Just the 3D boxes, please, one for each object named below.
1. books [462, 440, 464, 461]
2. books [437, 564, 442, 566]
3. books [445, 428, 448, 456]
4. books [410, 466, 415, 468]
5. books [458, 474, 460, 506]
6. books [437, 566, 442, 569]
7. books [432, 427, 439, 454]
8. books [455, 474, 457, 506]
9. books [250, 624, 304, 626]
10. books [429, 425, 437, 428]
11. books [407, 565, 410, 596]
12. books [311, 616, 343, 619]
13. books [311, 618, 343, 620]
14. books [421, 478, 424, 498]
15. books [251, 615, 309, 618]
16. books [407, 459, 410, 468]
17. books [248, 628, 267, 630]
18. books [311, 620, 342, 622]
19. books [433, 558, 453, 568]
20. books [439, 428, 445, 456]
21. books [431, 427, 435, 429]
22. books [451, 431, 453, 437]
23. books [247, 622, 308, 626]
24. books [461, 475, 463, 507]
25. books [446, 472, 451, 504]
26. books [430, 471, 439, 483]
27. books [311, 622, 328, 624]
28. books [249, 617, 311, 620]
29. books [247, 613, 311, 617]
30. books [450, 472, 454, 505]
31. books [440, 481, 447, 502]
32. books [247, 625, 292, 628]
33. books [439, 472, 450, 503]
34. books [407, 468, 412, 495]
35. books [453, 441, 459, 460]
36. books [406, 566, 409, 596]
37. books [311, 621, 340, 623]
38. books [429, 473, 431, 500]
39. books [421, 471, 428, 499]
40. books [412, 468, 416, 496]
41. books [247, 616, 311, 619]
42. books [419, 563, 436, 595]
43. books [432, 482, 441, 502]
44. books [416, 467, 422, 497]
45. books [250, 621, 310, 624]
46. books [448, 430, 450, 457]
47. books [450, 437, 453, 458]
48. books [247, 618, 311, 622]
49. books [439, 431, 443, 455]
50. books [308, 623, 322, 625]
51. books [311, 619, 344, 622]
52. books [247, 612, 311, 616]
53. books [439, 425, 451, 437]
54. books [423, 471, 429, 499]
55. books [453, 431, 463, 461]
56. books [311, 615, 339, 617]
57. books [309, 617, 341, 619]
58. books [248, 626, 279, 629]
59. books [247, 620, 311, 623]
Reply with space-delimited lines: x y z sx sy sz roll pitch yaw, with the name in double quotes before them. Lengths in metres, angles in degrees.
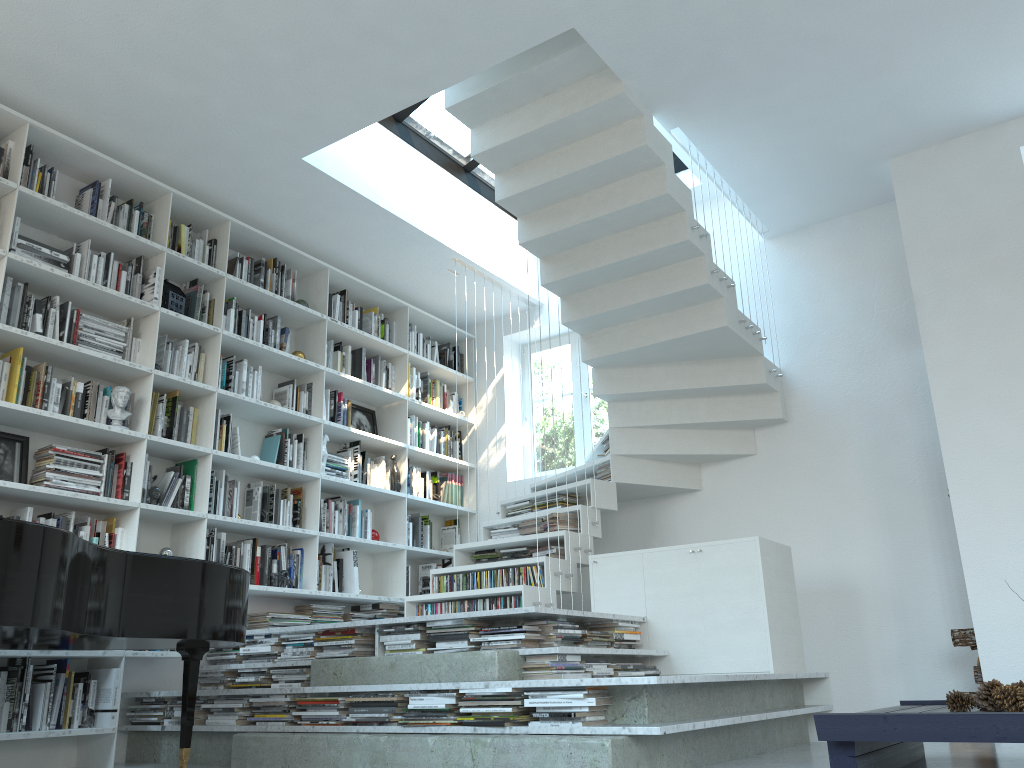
"books" -0.470 0.585 7.269 0.184 0.218 0.022 -14 -22 32
"books" -0.571 1.509 6.670 0.141 0.286 0.047 -13 -21 32
"books" -0.589 0.505 7.110 0.188 0.276 0.013 -14 -21 32
"books" -0.797 0.766 6.699 0.157 0.264 0.022 -14 -21 32
"books" -0.488 0.883 7.119 0.169 0.292 0.018 -14 -21 32
"books" -0.597 1.501 6.611 0.169 0.265 0.031 -14 -21 32
"books" -0.657 0.485 7.016 0.184 0.257 0.023 -14 -21 32
"books" -0.509 0.874 7.090 0.169 0.292 0.018 -14 -21 32
"books" -1.428 1.486 5.444 0.195 0.008 0.309 -12 -21 27
"books" -0.655 0.481 7.058 0.132 0.290 0.024 -13 -21 32
"books" -0.791 1.418 6.304 0.151 0.237 0.030 -14 -21 32
"books" -1.249 1.511 5.730 0.159 0.005 0.286 -13 -22 30
"books" -1.251 1.524 5.731 0.159 0.007 0.286 -14 -22 32
"books" -0.742 0.819 6.743 0.170 0.188 0.023 -14 -22 32
"books" -1.435 1.438 5.466 0.195 0.008 0.309 -15 -23 34
"books" -0.829 0.730 6.678 0.141 0.321 0.012 -13 -21 32
"books" -1.431 1.507 5.437 0.195 0.008 0.309 -16 -23 36
"books" -1.248 1.536 5.725 0.161 0.007 0.254 -14 -22 33
"books" -0.524 1.495 6.707 0.185 0.334 0.010 -14 -21 32
"books" -0.599 0.500 7.103 0.151 0.282 0.012 -14 -21 32
"books" -0.667 0.487 7.044 0.130 0.272 0.010 -13 -21 32
"books" -0.540 0.530 7.200 0.149 0.282 0.013 -14 -21 32
"books" -1.439 1.481 5.453 0.195 0.008 0.309 -14 -22 32
"books" -0.463 0.891 7.144 0.169 0.292 0.018 -14 -21 32
"books" -0.557 0.856 7.030 0.169 0.293 0.033 -14 -21 32
"books" -0.642 0.831 6.926 0.170 0.277 0.026 -14 -21 32
"books" -1.248 1.549 5.721 0.161 0.007 0.254 -14 -22 33
"books" -1.427 1.451 5.457 0.193 0.007 0.346 -12 -21 27
"books" -1.435 1.431 5.469 0.193 0.007 0.346 -13 -22 30
"books" -0.532 0.859 7.042 0.169 0.292 0.018 -14 -21 32
"books" -0.599 0.875 6.955 0.167 0.216 0.089 -14 -22 32
"books" -1.435 1.494 5.446 0.193 0.007 0.346 -13 -22 30
"books" -0.578 0.848 7.000 0.169 0.290 0.073 -14 -21 32
"books" -0.822 0.759 6.643 0.171 0.242 0.022 -14 -21 32
"books" -0.514 0.574 7.194 0.192 0.194 0.029 -14 -22 32
"books" -0.802 1.414 6.285 0.183 0.232 0.014 -14 -22 32
"books" -1.240 1.541 5.718 0.159 0.007 0.286 -12 -21 27
"books" -0.694 0.823 6.861 0.161 0.253 0.012 -14 -21 32
"books" -0.718 0.806 6.796 0.181 0.246 0.022 -14 -21 32
"books" -0.801 0.767 6.671 0.181 0.245 0.026 -14 -21 32
"books" -1.435 1.445 5.464 0.193 0.007 0.346 -15 -23 34
"books" -0.626 1.480 6.574 0.159 0.284 0.012 -14 -21 32
"books" -0.632 0.865 6.877 0.191 0.180 0.024 -14 -22 32
"books" -0.765 0.775 6.723 0.176 0.260 0.056 -14 -22 32
"books" -1.427 1.472 5.451 0.195 0.008 0.308 -16 -23 36
"books" -0.575 0.514 7.124 0.173 0.267 0.029 -14 -21 32
"books" -0.557 0.547 7.136 0.188 0.211 0.025 -14 -22 32
"books" -1.434 1.459 5.459 0.193 0.007 0.346 -15 -23 34
"books" -0.616 0.511 7.088 0.160 0.251 0.025 -14 -21 32
"books" -1.242 1.554 5.715 0.159 0.007 0.286 -12 -21 28
"books" -1.248 1.530 5.727 0.159 0.007 0.286 -14 -22 33
"books" -1.435 1.424 5.471 0.193 0.007 0.346 -15 -23 34
"books" -0.555 0.507 7.202 0.140 0.329 0.013 -13 -21 32
"books" -0.712 0.808 6.823 0.171 0.258 0.029 -14 -21 32
"books" -0.488 0.543 7.255 0.186 0.291 0.042 -14 -21 32
"books" -1.250 1.506 5.732 0.161 0.005 0.254 -13 -22 31
"books" -1.252 1.517 5.730 0.161 0.005 0.254 -14 -22 32
"books" -1.435 1.501 5.442 0.195 0.008 0.309 -15 -23 34
"books" -1.432 1.466 5.456 0.193 0.007 0.346 -12 -21 29
